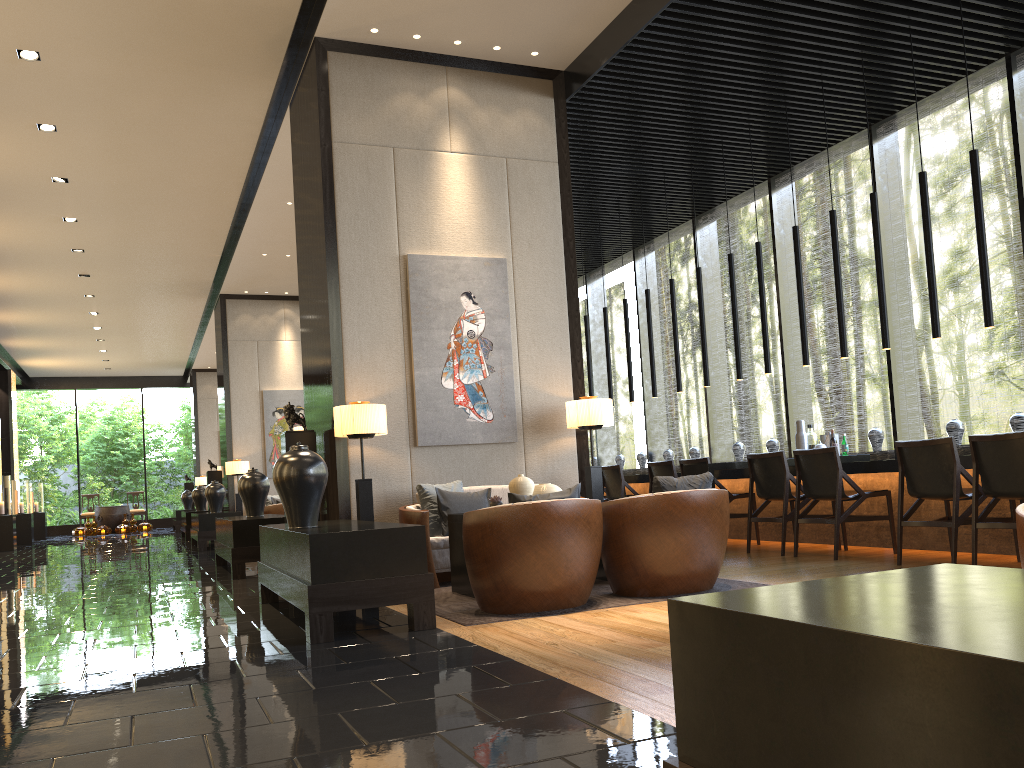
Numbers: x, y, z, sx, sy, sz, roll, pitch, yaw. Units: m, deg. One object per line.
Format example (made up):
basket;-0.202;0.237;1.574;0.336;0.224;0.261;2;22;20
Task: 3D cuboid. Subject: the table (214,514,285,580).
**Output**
table;-2.540;1.569;8.745;0.619;0.511;1.970;-1;-6;-23

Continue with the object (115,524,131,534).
object;-10.007;3.724;22.769;0.369;0.228;0.371;-2;-6;-20

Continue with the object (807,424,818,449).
object;2.755;0.525;8.149;0.129;0.304;0.129;-1;-4;-37

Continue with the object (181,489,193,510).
object;-7.983;2.839;21.778;0.311;0.491;0.313;-3;-4;-4

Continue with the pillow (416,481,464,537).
pillow;-0.500;0.924;6.597;0.433;0.398;0.201;1;-6;-44

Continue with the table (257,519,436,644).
table;-1.052;1.085;5.186;0.619;0.511;1.970;-1;-6;-23

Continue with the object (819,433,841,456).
object;2.932;0.559;8.164;0.168;0.218;0.169;-1;-5;-28

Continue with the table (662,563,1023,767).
table;0.888;0.453;0.543;0.619;0.511;1.970;-1;-6;-23

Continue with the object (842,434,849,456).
object;3.022;0.551;8.038;0.056;0.196;0.056;-2;-3;-21

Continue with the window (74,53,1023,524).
window;-3.728;0.069;11.313;12.045;4.212;32.039;-1;-7;-23

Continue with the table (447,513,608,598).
table;0.173;1.086;5.855;1.041;0.515;0.578;-1;-5;-23

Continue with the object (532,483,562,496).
object;0.227;0.754;5.959;0.245;0.167;0.246;-2;-6;-20

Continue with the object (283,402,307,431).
object;-1.741;0.264;7.089;0.176;0.245;0.116;-2;-4;-23

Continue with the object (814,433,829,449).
object;2.777;0.548;7.974;0.135;0.217;0.136;-1;-5;-36

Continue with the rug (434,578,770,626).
rug;0.237;1.341;5.860;1.956;0.008;2.252;-1;-7;-23

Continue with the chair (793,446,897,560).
chair;2.486;0.891;6.735;0.562;0.824;0.528;-2;-4;-23

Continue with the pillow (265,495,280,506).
pillow;-3.913;2.035;14.764;0.433;0.398;0.201;1;-6;-44

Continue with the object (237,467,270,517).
object;-2.576;1.078;8.842;0.311;0.491;0.312;0;-5;-42

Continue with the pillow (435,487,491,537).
pillow;-0.346;0.923;6.493;0.471;0.360;0.220;-1;-5;-26

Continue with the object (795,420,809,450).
object;2.634;0.502;8.052;0.113;0.343;0.113;-2;-4;-28

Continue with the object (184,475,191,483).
object;-8.641;2.511;23.598;0.176;0.245;0.116;-2;-4;-18

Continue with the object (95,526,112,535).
object;-10.430;3.729;22.586;0.369;0.228;0.371;-3;-5;0

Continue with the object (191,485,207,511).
object;-5.990;2.190;17.009;0.311;0.491;0.313;-3;-4;-4

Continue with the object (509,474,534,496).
object;0.065;0.713;5.832;0.171;0.235;0.171;-4;-4;12

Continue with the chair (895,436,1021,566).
chair;2.875;0.764;5.803;0.562;0.824;0.528;-2;-4;-23

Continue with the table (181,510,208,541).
table;-5.987;2.692;16.991;0.619;0.511;1.970;-1;-6;-23

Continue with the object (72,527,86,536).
object;-11.166;3.810;22.906;0.369;0.228;0.371;-3;-5;-5

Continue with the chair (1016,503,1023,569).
chair;1.383;0.518;1.739;0.803;0.602;0.609;-1;-5;-23

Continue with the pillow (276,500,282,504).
pillow;-3.225;1.826;12.956;0.441;0.337;0.206;-2;-4;-16

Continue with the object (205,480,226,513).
object;-4.508;1.707;13.464;0.311;0.491;0.313;-3;-4;-4

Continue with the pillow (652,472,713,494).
pillow;0.978;0.699;5.124;0.398;0.361;0.223;-2;-4;-22

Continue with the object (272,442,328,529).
object;-1.212;0.579;5.083;0.311;0.491;0.313;-3;-4;-4

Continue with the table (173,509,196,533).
table;-7.955;3.333;21.700;0.619;0.511;1.970;-1;-6;-23

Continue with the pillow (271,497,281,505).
pillow;-3.759;2.035;14.659;0.471;0.360;0.220;-1;-5;-26

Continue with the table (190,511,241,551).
table;-4.499;2.207;13.432;0.619;0.511;1.970;-1;-6;-23

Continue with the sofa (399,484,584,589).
sofa;-0.142;1.106;6.626;1.448;0.691;0.605;-1;-5;-23

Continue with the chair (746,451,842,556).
chair;2.264;0.963;7.264;0.562;0.824;0.528;-2;-4;-23

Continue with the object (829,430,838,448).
object;2.919;0.537;8.039;0.067;0.237;0.067;-2;-4;-29

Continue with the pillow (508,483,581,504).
pillow;0.188;0.715;4.790;0.441;0.337;0.206;-2;-4;-16

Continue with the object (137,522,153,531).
object;-9.738;3.786;23.487;0.371;0.228;0.370;-8;-7;39

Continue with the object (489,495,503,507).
object;-0.104;0.788;5.853;0.091;0.111;0.092;-6;-5;29

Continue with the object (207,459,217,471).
object;-5.193;1.401;15.341;0.161;0.217;0.102;-1;-5;-35
